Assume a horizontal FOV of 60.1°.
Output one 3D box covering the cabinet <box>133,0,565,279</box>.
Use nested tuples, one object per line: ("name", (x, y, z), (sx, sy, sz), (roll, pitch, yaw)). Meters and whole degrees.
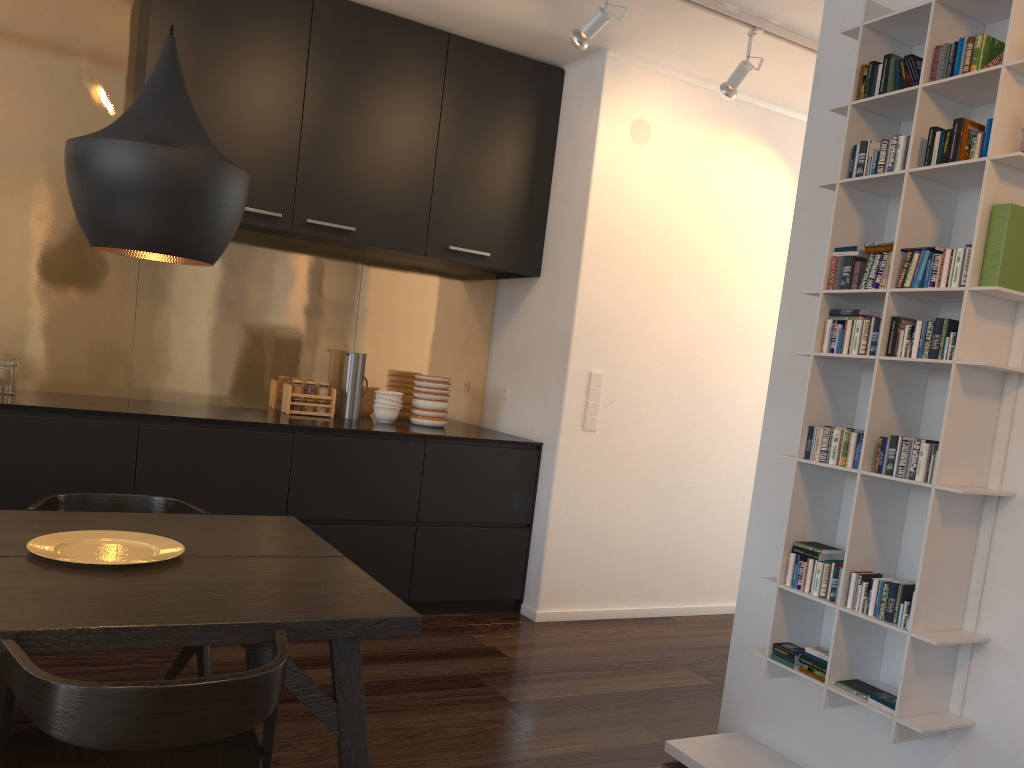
("cabinet", (-0.750, -1.189, 4.273), (1.960, 1.056, 0.527), (6, 4, -29))

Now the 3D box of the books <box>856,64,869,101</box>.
("books", (1.059, -0.885, 2.628), (0.069, 0.108, 0.016), (5, 6, -29))

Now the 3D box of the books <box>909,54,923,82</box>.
("books", (1.146, -0.866, 2.465), (0.069, 0.099, 0.057), (5, 5, -29))

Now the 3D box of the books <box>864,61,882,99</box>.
("books", (1.071, -0.883, 2.597), (0.069, 0.108, 0.023), (5, 6, -29))

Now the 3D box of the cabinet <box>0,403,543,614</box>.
("cabinet", (-2.269, 0.480, 3.606), (5.077, 0.905, 0.727), (6, 4, -29))

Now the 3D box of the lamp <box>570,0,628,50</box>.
("lamp", (0.345, -1.416, 3.390), (0.249, 0.241, 0.085), (9, 5, 37))

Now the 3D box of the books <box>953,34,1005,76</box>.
("books", (1.261, -0.853, 2.315), (0.102, 0.111, 0.159), (5, 3, -29))

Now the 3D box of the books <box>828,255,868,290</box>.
("books", (1.023, -0.325, 2.656), (0.096, 0.105, 0.100), (5, 4, -29))

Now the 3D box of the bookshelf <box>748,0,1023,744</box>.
("bookshelf", (1.128, -0.071, 2.544), (0.227, 2.087, 0.634), (4, 6, -29))

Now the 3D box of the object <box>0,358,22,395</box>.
("object", (-2.130, -0.037, 3.679), (0.087, 0.152, 0.177), (10, 4, 38))

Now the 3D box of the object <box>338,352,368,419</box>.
("object", (-0.811, 0.010, 4.573), (0.165, 0.342, 0.113), (5, 5, -26))

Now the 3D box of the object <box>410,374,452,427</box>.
("object", (-0.432, 0.090, 4.702), (0.196, 0.266, 0.198), (10, 5, 35))

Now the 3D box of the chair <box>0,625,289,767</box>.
("chair", (-0.716, 0.809, 1.710), (0.594, 0.675, 0.515), (5, 4, -31))

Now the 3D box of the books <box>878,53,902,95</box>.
("books", (1.099, -0.882, 2.552), (0.074, 0.116, 0.028), (5, 6, -29))

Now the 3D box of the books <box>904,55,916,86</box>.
("books", (1.137, -0.868, 2.480), (0.069, 0.099, 0.057), (5, 5, -29))

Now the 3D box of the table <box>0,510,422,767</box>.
("table", (-1.589, 0.696, 1.868), (2.507, 0.683, 1.098), (6, 2, -29))

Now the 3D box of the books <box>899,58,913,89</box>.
("books", (1.128, -0.866, 2.495), (0.070, 0.091, 0.046), (5, 5, -29))

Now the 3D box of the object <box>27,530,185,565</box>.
("object", (-0.998, 0.409, 2.187), (0.357, 0.017, 0.353), (6, 1, -26))

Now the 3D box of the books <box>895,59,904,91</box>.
("books", (1.118, -0.868, 2.516), (0.070, 0.094, 0.028), (5, 5, -29))

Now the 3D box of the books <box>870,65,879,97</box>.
("books", (1.081, -0.873, 2.582), (0.070, 0.093, 0.013), (5, 6, -29))

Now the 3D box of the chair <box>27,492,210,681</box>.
("chair", (-1.266, 0.721, 2.804), (0.594, 0.675, 0.515), (5, 4, -30))

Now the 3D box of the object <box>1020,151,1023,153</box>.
("object", (1.330, -0.630, 2.250), (0.064, 0.141, 0.045), (3, 6, -38))

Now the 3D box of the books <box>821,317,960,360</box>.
("books", (1.103, -0.127, 2.521), (0.123, 0.113, 0.464), (5, 2, -29))

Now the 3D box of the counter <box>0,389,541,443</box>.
("counter", (-2.216, 0.032, 3.564), (5.074, 0.002, 0.727), (6, 1, -29))

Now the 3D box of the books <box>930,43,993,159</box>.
("books", (1.230, -0.743, 2.358), (0.107, 0.335, 0.227), (4, 5, -28))

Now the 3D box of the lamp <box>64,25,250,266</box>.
("lamp", (-0.834, -0.576, 2.111), (0.409, 0.544, 0.410), (8, 4, 18))

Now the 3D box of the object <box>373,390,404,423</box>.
("object", (-0.649, 0.118, 4.614), (0.158, 0.161, 0.153), (7, 3, -1))

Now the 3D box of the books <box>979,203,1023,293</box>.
("books", (1.297, -0.341, 2.285), (0.166, 0.215, 0.049), (5, 6, -29))

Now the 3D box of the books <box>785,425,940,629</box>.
("books", (1.036, 0.396, 2.569), (0.123, 0.514, 0.466), (4, 4, -29))

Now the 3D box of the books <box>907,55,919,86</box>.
("books", (1.142, -0.867, 2.472), (0.069, 0.099, 0.057), (5, 5, -29))

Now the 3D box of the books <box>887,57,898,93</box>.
("books", (1.108, -0.873, 2.531), (0.074, 0.100, 0.019), (5, 6, -29))

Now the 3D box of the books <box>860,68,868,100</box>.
("books", (1.063, -0.876, 2.614), (0.070, 0.093, 0.013), (5, 6, -29))

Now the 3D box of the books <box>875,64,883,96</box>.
("books", (1.088, -0.873, 2.570), (0.070, 0.093, 0.013), (5, 6, -29))
